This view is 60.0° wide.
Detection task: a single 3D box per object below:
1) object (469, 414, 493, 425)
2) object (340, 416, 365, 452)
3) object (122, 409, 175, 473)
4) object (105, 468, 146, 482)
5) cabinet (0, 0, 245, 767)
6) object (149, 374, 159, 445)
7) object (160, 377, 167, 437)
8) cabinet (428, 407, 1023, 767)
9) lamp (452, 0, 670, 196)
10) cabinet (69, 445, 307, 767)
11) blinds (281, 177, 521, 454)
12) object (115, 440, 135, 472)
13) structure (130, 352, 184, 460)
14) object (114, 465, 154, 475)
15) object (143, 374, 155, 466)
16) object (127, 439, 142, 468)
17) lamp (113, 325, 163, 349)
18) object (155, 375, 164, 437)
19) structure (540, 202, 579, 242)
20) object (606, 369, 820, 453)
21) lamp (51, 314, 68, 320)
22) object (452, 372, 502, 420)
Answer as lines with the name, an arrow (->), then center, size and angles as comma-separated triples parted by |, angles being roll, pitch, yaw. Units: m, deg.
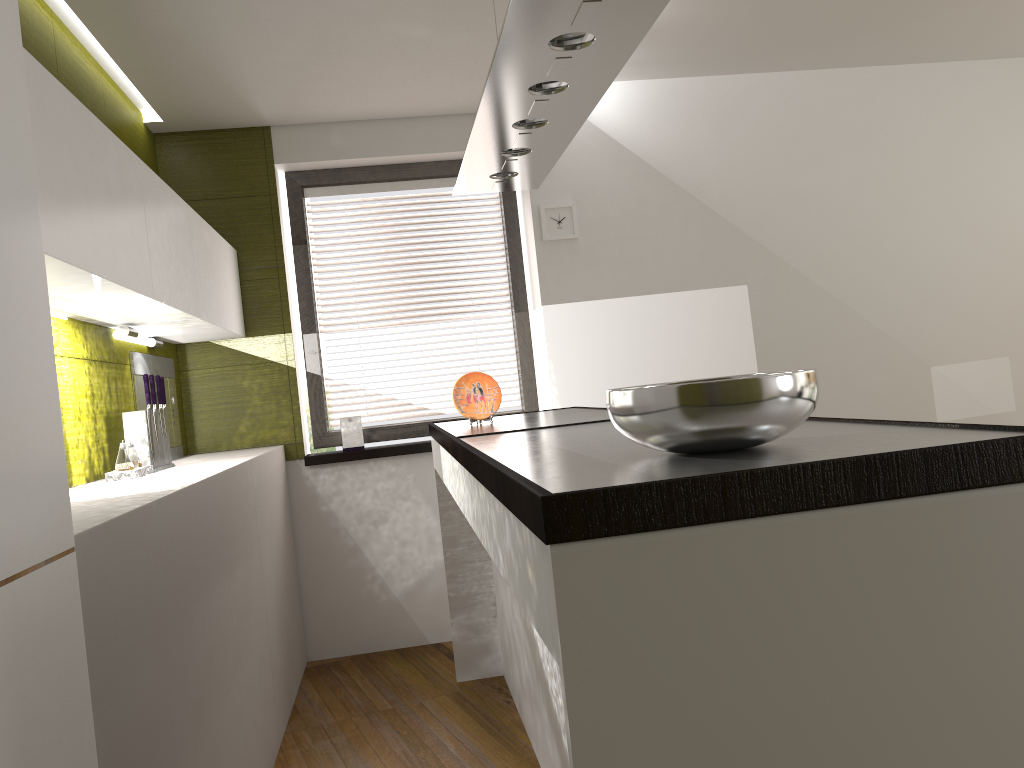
object -> -0.123, 0.081, 3.232 | 0.088, 0.131, 0.072 | -6, 0, -13
object -> -0.806, 0.250, 4.468 | 0.106, 0.169, 0.057 | -6, 0, -13
object -> -1.340, 0.211, 3.268 | 0.107, 0.227, 0.293 | -6, 0, -8
object -> -1.276, 0.300, 2.928 | 0.107, 0.032, 0.107 | -6, 0, -7
cabinet -> -1.240, 0.350, 2.618 | 0.724, 2.089, 3.471 | -6, 0, -8
object -> -1.308, 0.096, 3.246 | 0.013, 0.264, 0.042 | -6, 0, -8
object -> -1.328, 0.087, 3.385 | 0.013, 0.231, 0.040 | -6, 0, -8
cabinet -> 0.218, 0.675, 2.466 | 0.663, 1.134, 2.947 | -6, 0, -8
lamp -> 0.015, -1.071, 2.503 | 0.326, 0.683, 1.677 | -6, 0, -8
cabinet -> -1.102, 0.841, 2.897 | 0.465, 1.086, 2.940 | -6, 0, -8
blinds -> -4.026, -2.593, 7.240 | 9.030, 12.704, 16.000 | -6, 0, 32
object -> -1.282, 0.246, 2.929 | 0.059, 0.121, 0.059 | -6, 0, 38
structure -> -1.533, 0.110, 3.861 | 0.015, 0.469, 0.663 | -6, 0, -8
object -> -1.307, 0.304, 3.064 | 0.107, 0.032, 0.107 | -6, 0, 4
object -> -1.294, 0.132, 3.168 | 0.013, 0.339, 0.046 | -6, 0, -8
object -> -1.312, 0.249, 3.064 | 0.059, 0.121, 0.059 | -6, 0, -41
lamp -> -1.490, -0.185, 3.579 | 0.095, 0.041, 0.716 | -6, 0, -8
object -> -1.321, 0.087, 3.334 | 0.013, 0.243, 0.036 | -6, 0, -8
structure -> 0.239, -0.819, 4.485 | 0.180, 0.180, 0.026 | -6, 0, -8
object -> 0.301, 0.046, 1.334 | 0.311, 0.105, 0.311 | -6, 0, 5
lamp -> -1.415, -0.213, 2.696 | 0.008, 0.008, 0.334 | -6, 0, -8
object -> -0.128, 0.043, 3.233 | 0.184, 0.178, 0.055 | -6, 0, -12
